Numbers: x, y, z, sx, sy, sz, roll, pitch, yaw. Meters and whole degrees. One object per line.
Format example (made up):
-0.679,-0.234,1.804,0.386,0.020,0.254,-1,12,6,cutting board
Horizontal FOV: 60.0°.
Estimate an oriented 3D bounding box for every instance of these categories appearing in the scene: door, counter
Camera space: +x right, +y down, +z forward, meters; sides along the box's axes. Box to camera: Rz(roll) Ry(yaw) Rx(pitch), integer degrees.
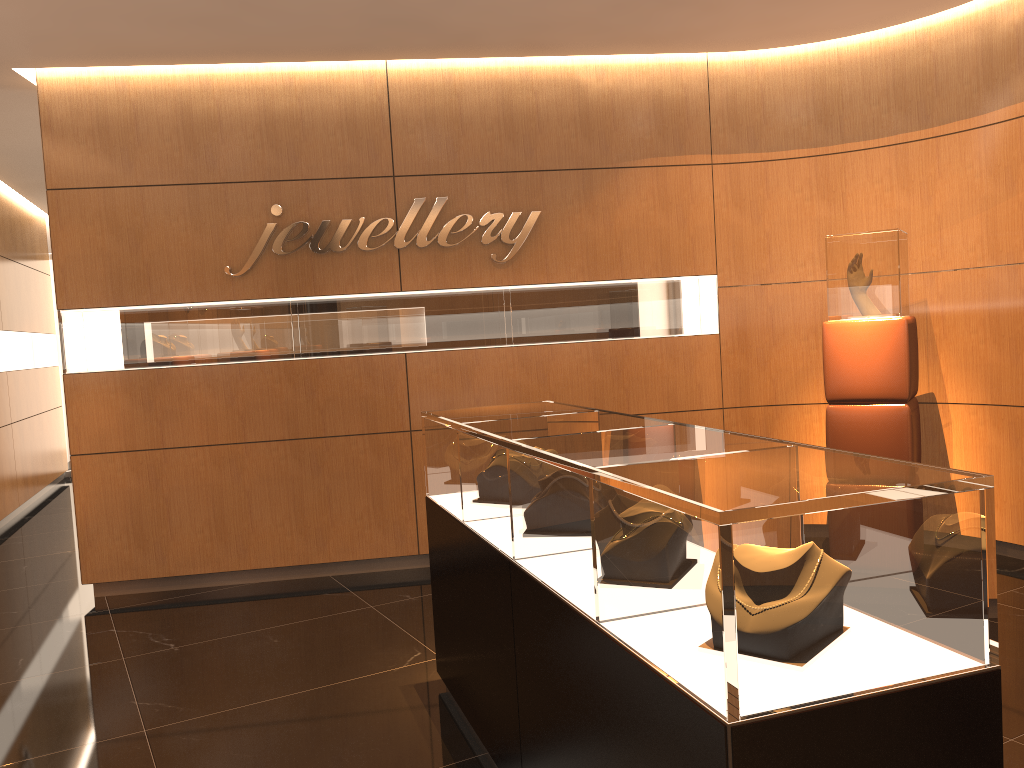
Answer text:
-5.504,-0.250,11.469,1.249,2.882,0.134,-4,4,-17,door
0.297,0.733,2.839,0.615,1.173,2.514,-4,4,-17,counter

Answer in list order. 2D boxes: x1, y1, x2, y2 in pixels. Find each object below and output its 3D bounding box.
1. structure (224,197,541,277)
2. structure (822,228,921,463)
-0.819,-0.967,5.735,2.050,0.442,0.034,-4,3,-6,structure
2.168,0.106,5.332,0.498,2.000,0.484,-1,4,30,structure
